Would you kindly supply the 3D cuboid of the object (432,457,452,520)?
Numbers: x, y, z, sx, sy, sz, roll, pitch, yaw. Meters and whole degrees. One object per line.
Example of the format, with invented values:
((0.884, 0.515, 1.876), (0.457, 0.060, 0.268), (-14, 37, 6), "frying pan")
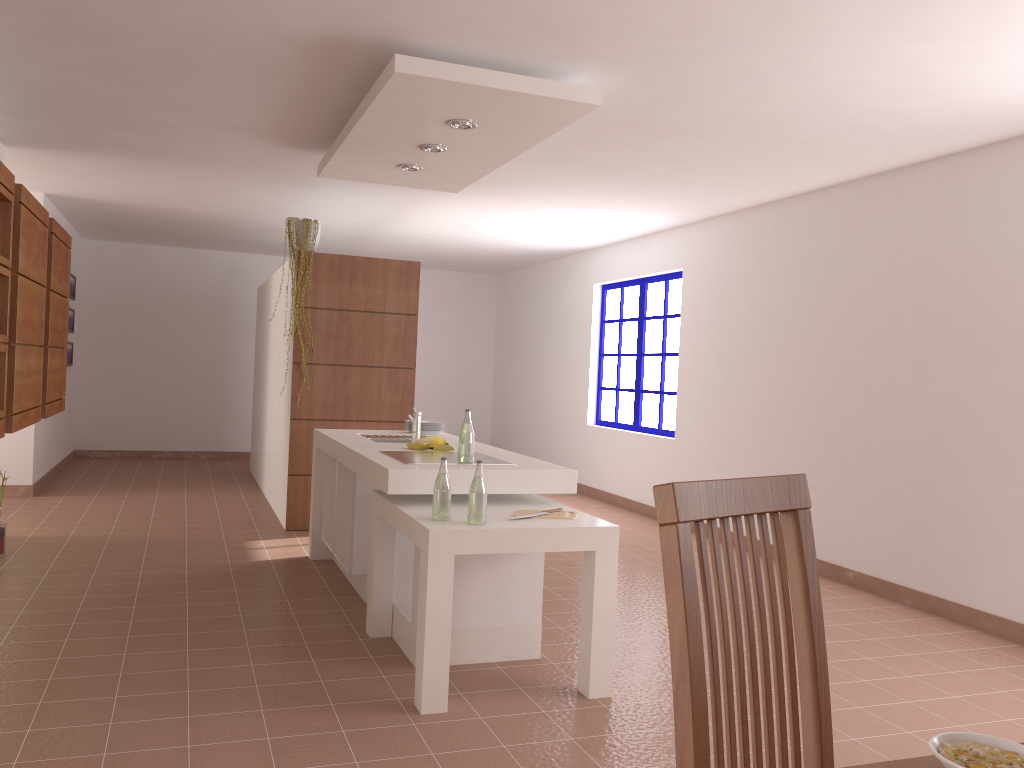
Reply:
((-0.258, 0.388, 3.298), (0.071, 0.230, 0.071), (2, 1, -39), "object")

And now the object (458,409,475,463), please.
((-0.196, 0.226, 3.861), (0.071, 0.230, 0.071), (2, 1, -39), "object")

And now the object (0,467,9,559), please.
((-2.956, 0.731, 5.107), (0.087, 0.546, 0.296), (2, 1, -20), "object")

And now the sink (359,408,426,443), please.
((-0.624, 0.307, 5.051), (0.404, 0.368, 0.668), (2, 1, -20), "sink")

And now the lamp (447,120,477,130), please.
((-0.234, -1.236, 4.162), (0.143, 0.059, 0.143), (2, 1, -37), "lamp")

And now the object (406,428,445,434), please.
((-0.550, 0.298, 5.585), (0.228, 0.020, 0.228), (2, 1, -39), "object")

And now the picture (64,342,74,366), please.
((-4.460, -0.299, 8.829), (0.015, 0.248, 1.408), (2, 1, -20), "picture")

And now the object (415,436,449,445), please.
((-0.389, 0.286, 4.434), (0.207, 0.055, 0.047), (2, 1, -44), "object")

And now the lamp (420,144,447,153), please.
((-0.410, -1.250, 4.635), (0.143, 0.059, 0.143), (3, 1, 8), "lamp")

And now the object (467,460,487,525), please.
((-0.124, 0.395, 3.243), (0.071, 0.230, 0.071), (2, 1, -39), "object")

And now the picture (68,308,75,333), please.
((-4.444, -0.649, 8.825), (0.015, 0.248, 1.408), (2, 1, -20), "picture")

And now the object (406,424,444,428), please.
((-0.549, 0.268, 5.585), (0.228, 0.020, 0.228), (2, 1, -39), "object")

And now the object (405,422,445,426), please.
((-0.548, 0.257, 5.585), (0.228, 0.020, 0.228), (2, 1, -39), "object")

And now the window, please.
((1.197, -0.271, 8.259), (0.035, 1.430, 1.699), (2, 1, -20), "window")

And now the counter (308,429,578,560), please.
((-0.495, 0.723, 4.662), (0.821, 0.800, 2.156), (2, 1, -20), "counter")

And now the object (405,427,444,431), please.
((-0.550, 0.288, 5.585), (0.228, 0.020, 0.228), (2, 1, -39), "object")

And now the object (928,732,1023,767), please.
((0.568, 0.458, 1.052), (0.136, 0.036, 0.136), (3, 1, 28), "object")

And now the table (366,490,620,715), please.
((-0.129, 0.829, 3.676), (0.737, 0.647, 1.003), (2, 1, -20), "table")

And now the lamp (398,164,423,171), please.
((-0.583, -1.264, 5.103), (0.143, 0.059, 0.143), (3, 1, 8), "lamp")

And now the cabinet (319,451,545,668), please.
((-0.474, 0.775, 4.611), (0.737, 0.700, 2.048), (2, 1, -20), "cabinet")

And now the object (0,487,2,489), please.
((-2.800, 0.743, 4.690), (0.087, 0.546, 0.296), (3, 1, -5), "object")

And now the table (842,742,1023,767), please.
((0.908, 0.865, 0.802), (1.800, 0.740, 0.900), (2, 1, -20), "table")

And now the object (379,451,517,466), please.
((-0.304, 0.337, 4.045), (0.493, 0.006, 0.551), (2, 1, -20), "object")

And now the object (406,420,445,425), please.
((-0.548, 0.247, 5.584), (0.228, 0.020, 0.228), (2, 1, -39), "object")

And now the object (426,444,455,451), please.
((-0.364, 0.315, 4.420), (0.207, 0.033, 0.060), (3, 1, 25), "object")

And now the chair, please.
((0.475, 0.680, 1.145), (0.444, 1.063, 0.574), (2, 1, -40), "chair")

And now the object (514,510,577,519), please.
((0.137, 0.517, 3.516), (0.266, 0.006, 0.168), (3, 1, -4), "object")

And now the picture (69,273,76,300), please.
((-4.428, -0.998, 8.820), (0.015, 0.248, 1.408), (2, 1, -20), "picture")

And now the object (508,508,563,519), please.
((0.099, 0.509, 3.474), (0.041, 0.008, 0.375), (3, 1, 36), "object")

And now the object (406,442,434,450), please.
((-0.471, 0.310, 4.408), (0.060, 0.033, 0.207), (2, 1, -40), "object")

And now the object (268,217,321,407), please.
((-1.534, -0.511, 6.347), (0.279, 1.344, 0.297), (3, 1, 29), "object")

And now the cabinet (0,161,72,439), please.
((-2.606, -0.366, 3.796), (0.754, 1.200, 4.718), (2, 1, -20), "cabinet")

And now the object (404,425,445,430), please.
((-0.549, 0.278, 5.585), (0.228, 0.020, 0.228), (2, 1, -39), "object")
